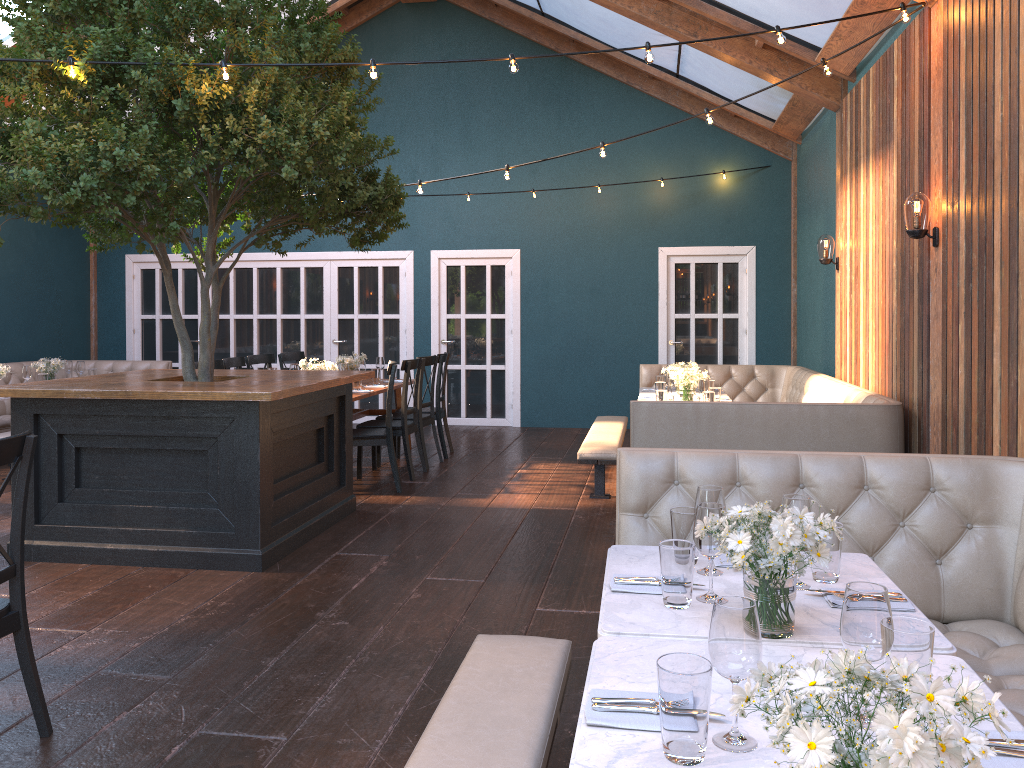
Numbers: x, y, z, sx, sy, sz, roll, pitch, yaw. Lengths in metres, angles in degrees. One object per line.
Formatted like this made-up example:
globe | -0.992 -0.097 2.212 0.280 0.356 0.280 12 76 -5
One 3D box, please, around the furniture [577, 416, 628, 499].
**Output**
furniture | 0.819 0.598 7.696 0.313 0.398 2.335 0 4 9

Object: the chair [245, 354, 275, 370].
chair | -2.247 0.231 8.488 0.539 1.019 0.478 0 1 14

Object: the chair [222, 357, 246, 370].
chair | -2.321 0.275 7.933 0.539 1.019 0.478 0 1 4

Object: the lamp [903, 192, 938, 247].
lamp | 2.353 -0.947 5.103 0.178 0.320 0.146 0 1 9

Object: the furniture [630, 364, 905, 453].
furniture | 1.910 0.382 7.483 1.709 0.857 4.169 0 4 9

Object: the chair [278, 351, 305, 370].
chair | -2.080 0.187 9.029 0.539 1.019 0.478 0 1 15

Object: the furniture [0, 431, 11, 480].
furniture | -4.129 0.545 8.489 0.313 0.398 2.335 0 4 9

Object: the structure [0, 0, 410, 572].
structure | -2.008 -0.885 5.692 2.715 3.692 2.856 1 2 18

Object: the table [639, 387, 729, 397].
table | 1.609 0.405 8.383 0.798 0.671 0.800 0 3 8

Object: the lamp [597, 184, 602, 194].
lamp | 1.019 -2.273 10.291 0.056 0.119 0.061 0 2 10

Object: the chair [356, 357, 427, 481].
chair | -1.053 0.288 7.730 0.539 1.019 0.478 0 1 9

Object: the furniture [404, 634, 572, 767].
furniture | -0.143 1.078 1.699 0.313 0.398 2.335 0 4 9

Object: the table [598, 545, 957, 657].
table | 0.649 0.884 2.397 0.798 0.671 0.800 0 3 8

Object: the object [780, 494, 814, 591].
object | 0.770 0.426 2.395 0.092 0.244 0.092 -1 1 -33

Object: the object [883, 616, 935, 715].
object | 0.740 0.528 1.655 0.092 0.158 0.092 0 2 -4

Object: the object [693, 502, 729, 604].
object | 0.514 0.435 2.286 0.092 0.244 0.092 -1 1 -33

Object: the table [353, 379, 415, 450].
table | -1.631 0.406 8.096 0.950 0.728 2.437 0 4 9

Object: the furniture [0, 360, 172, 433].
furniture | -5.197 0.305 8.637 1.709 0.857 4.169 0 4 9

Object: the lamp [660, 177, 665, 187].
lamp | 1.761 -2.363 10.368 0.056 0.120 0.056 1 2 30

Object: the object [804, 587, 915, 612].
object | 0.890 0.547 2.282 0.255 0.019 0.158 1 5 9

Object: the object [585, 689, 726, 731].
object | 0.264 0.600 1.640 0.255 0.019 0.158 1 5 9

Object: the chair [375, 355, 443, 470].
chair | -0.965 0.244 8.283 0.539 1.019 0.478 0 1 14

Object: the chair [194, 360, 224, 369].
chair | -2.362 0.320 7.372 0.539 1.019 0.478 0 1 9

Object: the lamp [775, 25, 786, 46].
lamp | 1.508 -1.962 4.972 0.064 0.118 0.056 0 2 18

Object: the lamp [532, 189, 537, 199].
lamp | 0.260 -2.199 10.220 0.056 0.119 0.060 -1 2 -39

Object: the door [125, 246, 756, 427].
door | -1.119 -0.588 11.254 8.171 2.208 0.174 1 1 9

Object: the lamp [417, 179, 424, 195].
lamp | -0.708 -1.519 6.835 0.056 0.121 0.056 0 1 18

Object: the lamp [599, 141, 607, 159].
lamp | 0.627 -1.618 6.111 0.056 0.121 0.056 0 1 -13

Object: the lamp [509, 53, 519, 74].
lamp | 0.010 -1.741 4.798 0.056 0.117 0.068 0 2 6

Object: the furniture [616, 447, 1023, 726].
furniture | 0.953 0.859 1.519 1.709 0.857 4.169 0 4 9

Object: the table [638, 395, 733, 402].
table | 1.480 0.469 7.577 0.798 0.671 0.800 0 3 9

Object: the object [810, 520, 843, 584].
object | 0.867 0.464 2.446 0.092 0.158 0.092 0 2 -4

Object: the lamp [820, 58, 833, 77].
lamp | 1.918 -1.930 5.394 0.074 0.115 0.056 0 2 15

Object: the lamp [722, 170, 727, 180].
lamp | 2.510 -2.468 10.449 0.056 0.121 0.056 0 1 -9

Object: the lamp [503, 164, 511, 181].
lamp | -0.036 -1.550 6.486 0.056 0.121 0.056 0 1 -15

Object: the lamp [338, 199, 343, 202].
lamp | -1.390 -1.522 7.182 0.056 0.121 0.056 1 2 28

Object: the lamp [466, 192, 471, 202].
lamp | -0.495 -2.140 10.121 0.059 0.119 0.056 1 2 33

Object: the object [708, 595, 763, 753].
object | 0.384 0.496 1.524 0.092 0.244 0.092 -1 1 -33

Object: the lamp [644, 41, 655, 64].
lamp | 0.762 -1.837 4.904 0.056 0.121 0.056 0 1 -9

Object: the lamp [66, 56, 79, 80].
lamp | -2.250 -1.616 4.529 0.056 0.121 0.056 1 2 34

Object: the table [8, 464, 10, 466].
table | -4.811 0.402 8.586 0.798 0.671 0.800 0 3 9

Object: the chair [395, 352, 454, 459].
chair | -0.876 0.200 8.836 0.539 1.019 0.478 0 1 4

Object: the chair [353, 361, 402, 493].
chair | -1.164 0.334 7.163 0.539 1.019 0.478 0 1 -8

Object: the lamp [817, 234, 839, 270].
lamp | 2.788 -1.165 7.816 0.178 0.320 0.146 0 1 9

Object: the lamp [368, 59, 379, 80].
lamp | -0.738 -1.676 4.707 0.060 0.119 0.056 1 2 33

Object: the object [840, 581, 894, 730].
object | 0.643 0.489 1.604 0.092 0.244 0.092 -1 1 -33

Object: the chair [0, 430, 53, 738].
chair | -1.844 0.683 2.801 0.539 1.019 0.478 0 1 9

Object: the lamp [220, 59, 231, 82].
lamp | -1.495 -1.636 4.615 0.060 0.119 0.056 0 1 -6

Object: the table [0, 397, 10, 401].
table | -4.941 0.467 7.780 0.798 0.671 0.800 0 3 8

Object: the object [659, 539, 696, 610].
object | 0.417 0.482 2.236 0.092 0.158 0.092 0 2 -4

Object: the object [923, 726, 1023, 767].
object | 0.763 0.610 1.491 0.255 0.019 0.158 1 5 9

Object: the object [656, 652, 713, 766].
object | 0.287 0.543 1.474 0.092 0.158 0.092 0 2 -4

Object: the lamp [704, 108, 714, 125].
lamp | 1.283 -1.738 5.745 0.056 0.118 0.066 -1 2 -15

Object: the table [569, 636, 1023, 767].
table | 0.520 0.949 1.591 0.798 0.671 0.800 0 3 9

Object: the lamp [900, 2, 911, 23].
lamp | 2.253 -2.126 5.065 0.056 0.120 0.056 1 2 38
